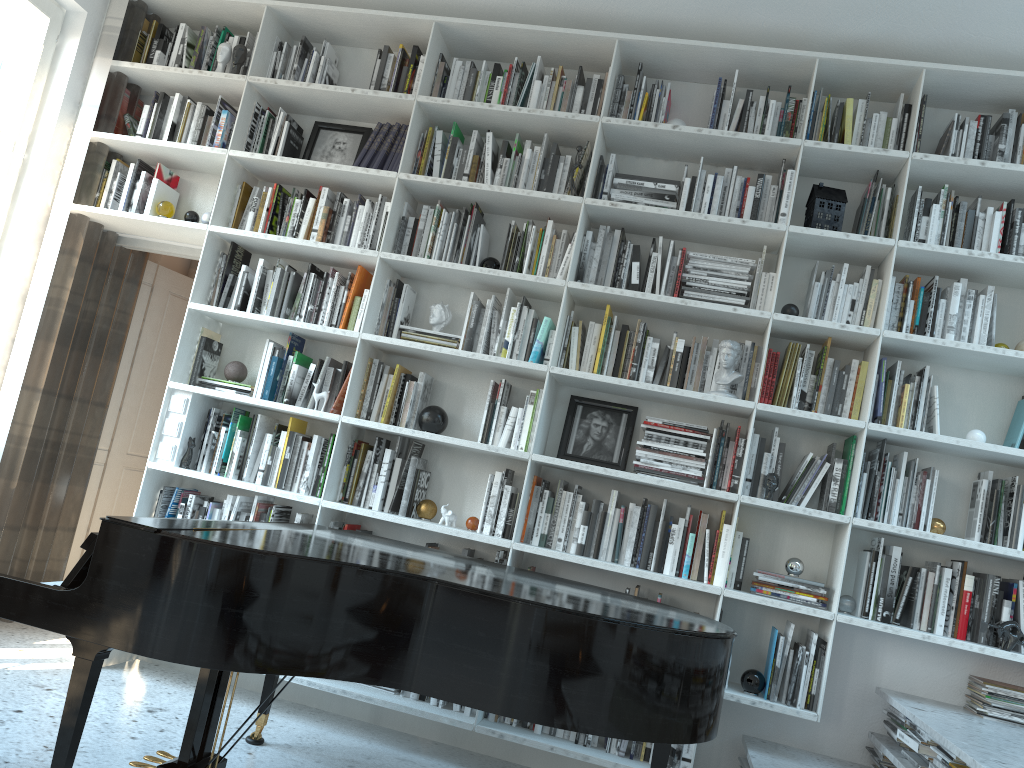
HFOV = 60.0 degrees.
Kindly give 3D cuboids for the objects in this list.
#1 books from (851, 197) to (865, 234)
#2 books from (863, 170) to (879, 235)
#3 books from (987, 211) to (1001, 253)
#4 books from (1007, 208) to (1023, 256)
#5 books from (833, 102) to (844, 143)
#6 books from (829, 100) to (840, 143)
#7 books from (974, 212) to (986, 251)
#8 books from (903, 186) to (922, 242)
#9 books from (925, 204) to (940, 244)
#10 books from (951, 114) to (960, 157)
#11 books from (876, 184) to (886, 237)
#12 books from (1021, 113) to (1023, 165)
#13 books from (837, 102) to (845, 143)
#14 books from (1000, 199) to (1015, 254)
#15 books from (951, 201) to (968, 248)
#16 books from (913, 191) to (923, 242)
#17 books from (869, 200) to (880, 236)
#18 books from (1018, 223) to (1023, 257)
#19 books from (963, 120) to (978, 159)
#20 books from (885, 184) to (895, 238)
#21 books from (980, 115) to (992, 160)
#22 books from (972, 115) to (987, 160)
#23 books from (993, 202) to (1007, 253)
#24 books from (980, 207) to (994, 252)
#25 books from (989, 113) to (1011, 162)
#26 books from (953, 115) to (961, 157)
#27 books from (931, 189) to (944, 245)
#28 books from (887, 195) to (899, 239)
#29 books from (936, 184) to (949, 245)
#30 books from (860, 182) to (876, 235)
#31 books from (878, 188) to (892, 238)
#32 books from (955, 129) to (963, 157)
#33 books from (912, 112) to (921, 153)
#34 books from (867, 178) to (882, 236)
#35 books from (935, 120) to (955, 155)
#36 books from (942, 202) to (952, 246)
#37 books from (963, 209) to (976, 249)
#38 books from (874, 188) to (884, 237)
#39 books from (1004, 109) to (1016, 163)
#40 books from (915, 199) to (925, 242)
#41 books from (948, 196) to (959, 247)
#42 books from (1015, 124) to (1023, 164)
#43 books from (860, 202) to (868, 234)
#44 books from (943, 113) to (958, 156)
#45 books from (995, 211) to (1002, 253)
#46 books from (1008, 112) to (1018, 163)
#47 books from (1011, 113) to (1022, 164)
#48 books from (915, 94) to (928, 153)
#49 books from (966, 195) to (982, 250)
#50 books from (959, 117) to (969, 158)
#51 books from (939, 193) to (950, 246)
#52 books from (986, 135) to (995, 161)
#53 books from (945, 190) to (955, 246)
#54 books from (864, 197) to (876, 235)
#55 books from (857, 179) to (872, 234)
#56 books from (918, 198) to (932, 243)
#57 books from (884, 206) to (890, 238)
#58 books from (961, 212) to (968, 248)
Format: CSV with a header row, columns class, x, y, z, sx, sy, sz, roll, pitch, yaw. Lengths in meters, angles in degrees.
class,x,y,z,sx,sy,sz,roll,pitch,yaw
books,1.446,-0.658,3.735,0.019,0.213,0.156,11,-7,12
books,1.489,-0.714,3.732,0.025,0.339,0.143,11,-7,12
books,1.931,-0.570,3.603,0.021,0.209,0.181,11,-7,12
books,2.012,-0.568,3.597,0.030,0.237,0.186,11,-7,12
books,1.376,-1.053,3.787,0.015,0.233,0.171,11,-7,12
books,1.372,-1.066,3.809,0.008,0.261,0.142,11,-7,12
books,1.892,-0.577,3.638,0.025,0.216,0.144,11,-7,12
books,1.654,-0.657,3.680,0.012,0.284,0.160,11,-7,12
books,1.709,-0.610,3.652,0.026,0.207,0.181,11,-7,12
books,1.824,-0.974,3.709,0.011,0.244,0.173,11,-7,12
books,1.532,-0.679,3.734,0.013,0.288,0.131,11,-7,12
books,2.083,-0.962,3.653,0.006,0.312,0.179,11,-7,12
books,1.396,-1.060,3.821,0.007,0.264,0.133,11,-7,12
books,2.000,-0.592,3.622,0.012,0.284,0.160,11,-7,12
books,1.815,-0.606,3.640,0.027,0.241,0.160,11,-7,12
books,1.668,-0.649,3.697,0.011,0.279,0.133,11,-7,12
books,1.503,-0.648,3.716,0.013,0.210,0.140,11,-7,12
books,2.035,-0.535,3.592,0.027,0.181,0.176,11,-7,12
books,1.883,-0.954,3.695,0.028,0.226,0.163,11,-7,12
books,1.567,-0.675,3.719,0.005,0.291,0.130,11,-7,12
books,1.939,-0.959,3.687,0.021,0.256,0.169,11,-7,12
books,1.914,-0.963,3.690,0.030,0.255,0.161,11,-7,12
books,1.966,-0.589,3.615,0.012,0.264,0.156,11,-7,12
books,1.915,-0.585,3.623,0.023,0.236,0.149,11,-7,12
books,1.989,-0.954,3.652,0.028,0.258,0.185,11,-7,12
books,1.838,-0.976,3.716,0.012,0.255,0.133,11,-7,12
books,1.738,-0.640,3.669,0.011,0.283,0.173,11,-7,12
books,1.559,-0.642,3.680,0.008,0.213,0.224,11,-7,12
books,1.751,-0.650,3.662,0.014,0.306,0.152,11,-7,12
books,1.472,-0.686,3.715,0.022,0.271,0.182,11,-7,12
books,1.533,-0.664,3.688,0.013,0.248,0.186,11,-7,12
books,1.839,-0.941,3.700,0.009,0.183,0.160,11,-7,12
books,1.667,-0.997,3.731,0.033,0.229,0.176,11,-7,12
books,1.495,-0.690,3.705,0.021,0.287,0.179,11,-7,12
books,1.781,-0.964,3.699,0.046,0.206,0.183,11,-7,12
books,1.767,-0.610,3.661,0.012,0.235,0.165,11,-7,12
books,1.857,-0.586,3.652,0.028,0.223,0.142,11,-7,12
books,1.514,-0.669,3.707,0.005,0.254,0.159,11,-7,12
books,2.022,-0.962,3.671,0.024,0.292,0.168,11,-7,12
books,1.673,-0.629,3.687,0.012,0.239,0.139,11,-7,12
books,1.804,-0.623,3.669,0.012,0.276,0.133,11,-7,12
books,2.062,-0.926,3.645,0.018,0.230,0.160,11,-7,12
books,1.459,-0.648,3.738,0.022,0.199,0.143,11,-7,12
books,1.813,-0.977,3.702,0.009,0.243,0.173,11,-7,12
books,1.950,-0.571,3.614,0.011,0.222,0.159,11,-7,12
books,2.044,-0.958,3.679,0.017,0.295,0.139,11,-7,12
books,2.059,-0.951,3.670,0.007,0.284,0.160,11,-7,12
books,1.693,-1.031,3.723,0.019,0.304,0.176,11,-7,12
books,1.882,-0.613,3.648,0.013,0.284,0.154,11,-7,12
books,1.852,-0.964,3.688,0.013,0.229,0.174,11,-7,12
books,1.759,-0.630,3.656,0.010,0.268,0.166,11,-7,12
books,1.961,-0.920,3.694,0.031,0.190,0.132,11,-7,12
books,1.788,-0.636,3.667,0.021,0.295,0.138,11,-7,12
books,1.481,-0.654,3.724,0.024,0.217,0.169,11,-7,12
books,1.454,-0.691,3.705,0.021,0.272,0.190,11,-7,12
books,1.691,-0.628,3.677,0.026,0.243,0.148,11,-7,12
books,1.550,-0.631,3.727,0.015,0.200,0.130,11,-7,12
books,1.835,-0.586,3.652,0.014,0.214,0.132,11,-7,12
